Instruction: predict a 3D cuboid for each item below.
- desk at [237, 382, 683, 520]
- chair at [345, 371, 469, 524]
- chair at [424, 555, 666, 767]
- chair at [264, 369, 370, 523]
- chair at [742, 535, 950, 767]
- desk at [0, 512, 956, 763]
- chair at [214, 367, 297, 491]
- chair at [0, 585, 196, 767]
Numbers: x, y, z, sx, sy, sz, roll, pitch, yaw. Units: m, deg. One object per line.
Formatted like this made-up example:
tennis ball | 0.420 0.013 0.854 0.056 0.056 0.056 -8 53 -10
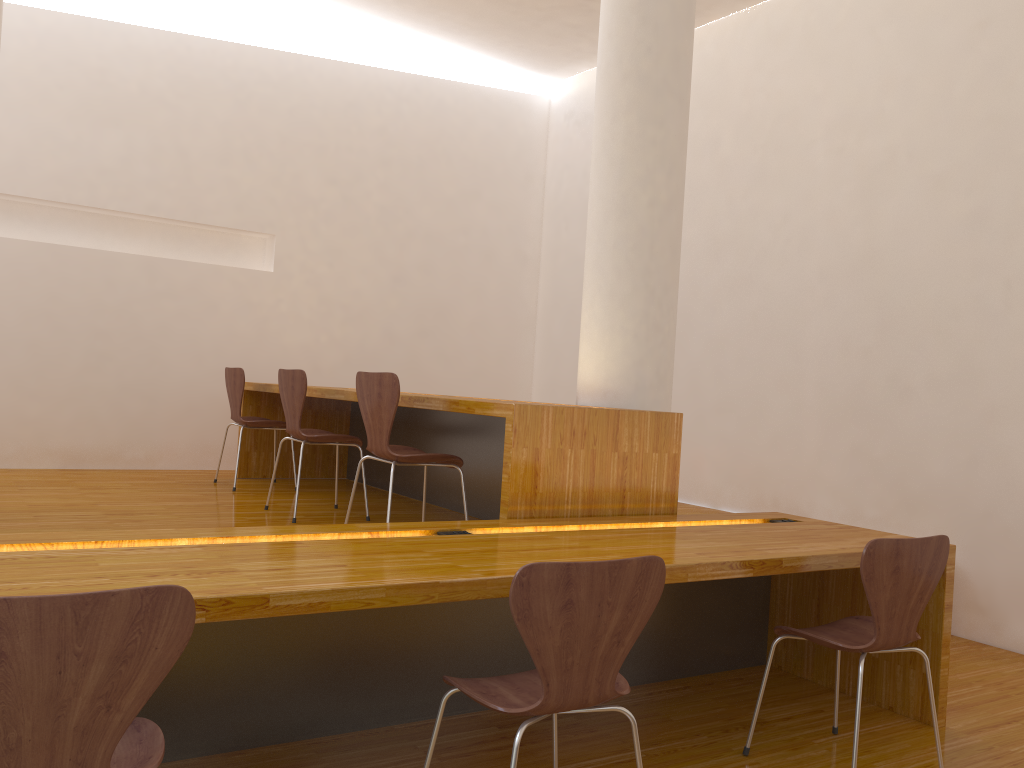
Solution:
desk | -0.551 0.350 4.472 0.760 0.606 3.185 4 -1 -33
chair | -0.395 0.310 3.446 0.381 0.693 0.428 4 -1 -33
chair | 0.056 0.692 1.924 0.428 0.693 0.381 4 -1 -33
chair | -0.919 0.286 4.263 0.381 0.693 0.428 4 -1 -33
chair | 0.975 0.757 2.560 0.428 0.693 0.381 4 -1 -33
desk | -0.076 0.737 2.420 3.185 0.606 0.760 4 -1 -33
chair | -1.490 0.260 5.226 0.381 0.693 0.428 4 -1 -33
chair | -0.759 0.635 1.399 0.428 0.693 0.381 4 -1 -33
